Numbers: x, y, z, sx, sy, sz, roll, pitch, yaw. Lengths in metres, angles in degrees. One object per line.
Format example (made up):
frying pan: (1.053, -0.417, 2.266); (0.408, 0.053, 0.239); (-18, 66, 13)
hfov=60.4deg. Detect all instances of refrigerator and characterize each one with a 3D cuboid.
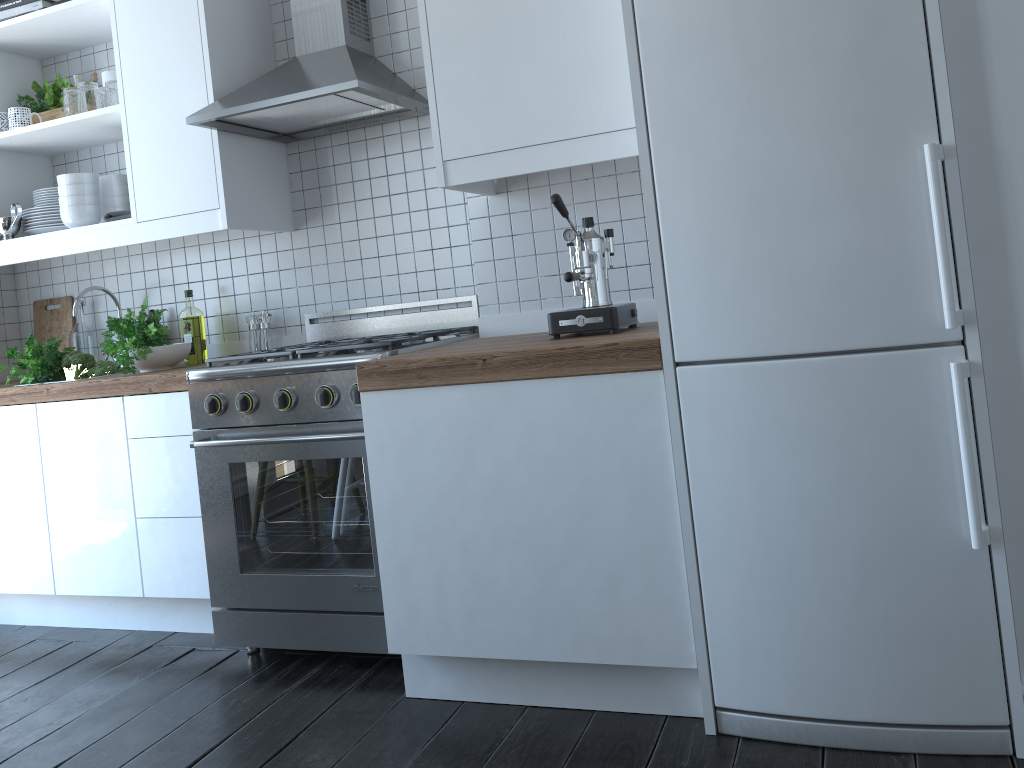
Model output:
refrigerator: (0.723, -0.188, 2.111); (0.573, 1.803, 0.684); (-7, 0, 22)

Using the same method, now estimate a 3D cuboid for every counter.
counter: (-0.949, -0.021, 2.903); (3.086, 0.073, 0.853); (-4, 6, 21)

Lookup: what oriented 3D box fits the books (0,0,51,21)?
books: (-1.879, -1.437, 3.490); (0.327, 0.031, 0.262); (-4, 6, 19)

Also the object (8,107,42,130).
object: (-1.871, -1.005, 3.373); (0.108, 0.100, 0.083); (-6, 2, 11)

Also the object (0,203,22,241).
object: (-1.923, -0.611, 3.361); (0.209, 0.135, 0.103); (-4, 3, 34)

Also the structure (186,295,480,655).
structure: (-0.510, 0.272, 2.808); (0.697, 1.020, 0.726); (-6, 1, 22)

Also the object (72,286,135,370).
object: (-1.553, -0.212, 3.438); (0.189, 0.353, 0.274); (-6, 2, -2)

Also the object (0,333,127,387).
object: (-1.666, -0.051, 3.260); (0.469, 0.308, 0.284); (-7, 2, -6)

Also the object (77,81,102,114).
object: (-1.541, -1.035, 3.209); (0.085, 0.120, 0.087); (-5, 2, 45)

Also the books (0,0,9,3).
books: (-1.885, -1.503, 3.498); (0.324, 0.038, 0.261); (-4, 6, 23)

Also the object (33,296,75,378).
object: (-1.928, -0.196, 3.709); (0.219, 0.330, 0.041); (-6, -1, 21)

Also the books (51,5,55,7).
books: (-1.520, -1.423, 3.356); (0.348, 0.038, 0.263); (-4, 6, 21)

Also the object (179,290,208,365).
object: (-1.216, -0.217, 3.349); (0.066, 0.283, 0.066); (-7, -1, 17)

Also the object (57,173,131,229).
object: (-1.580, -0.690, 3.356); (0.149, 0.216, 0.311); (-6, 4, 19)

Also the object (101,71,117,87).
object: (-1.553, -1.109, 3.455); (0.084, 0.222, 0.085); (-6, 0, 29)

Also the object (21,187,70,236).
object: (-1.775, -0.671, 3.490); (0.299, 0.194, 0.308); (-5, 4, 23)

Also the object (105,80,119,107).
object: (-1.450, -1.047, 3.232); (0.086, 0.120, 0.086); (-7, 1, -10)

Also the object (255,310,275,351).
object: (-0.913, -0.187, 3.260); (0.059, 0.173, 0.059); (-7, 0, 35)

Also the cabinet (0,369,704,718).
cabinet: (-0.873, 0.402, 2.947); (3.168, 0.815, 0.735); (-3, 3, 29)

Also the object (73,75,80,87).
object: (-1.710, -1.108, 3.478); (0.060, 0.225, 0.060); (-6, 0, 5)

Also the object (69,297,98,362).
object: (-1.764, -0.198, 3.613); (0.097, 0.318, 0.098); (-7, 0, 22)

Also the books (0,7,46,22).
books: (-1.861, -1.402, 3.494); (0.349, 0.044, 0.262); (-4, 6, 23)

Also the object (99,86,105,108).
object: (-1.510, -1.047, 3.294); (0.086, 0.120, 0.086); (-7, 1, -10)

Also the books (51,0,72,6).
books: (-1.521, -1.451, 3.366); (0.339, 0.016, 0.277); (-4, 6, 23)

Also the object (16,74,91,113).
object: (-1.872, -1.112, 3.556); (0.346, 0.254, 0.164); (-6, 1, 12)

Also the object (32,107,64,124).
object: (-1.794, -1.031, 3.527); (0.391, 0.103, 0.154); (-4, 4, 21)

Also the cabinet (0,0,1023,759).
cabinet: (-0.676, -0.390, 2.819); (3.772, 2.374, 0.783); (-5, 1, 25)

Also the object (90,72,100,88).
object: (-1.648, -1.121, 3.501); (0.055, 0.234, 0.056); (-7, -1, 25)

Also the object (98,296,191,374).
object: (-1.318, -0.176, 3.144); (0.271, 0.269, 0.340); (-6, 3, 12)

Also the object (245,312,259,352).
object: (-0.963, -0.186, 3.302); (0.059, 0.173, 0.059); (-7, 0, 35)

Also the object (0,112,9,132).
object: (-1.979, -0.999, 3.432); (0.083, 0.100, 0.108); (-7, 3, -9)

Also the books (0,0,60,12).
books: (-1.868, -1.470, 3.497); (0.350, 0.031, 0.290); (-4, 6, 21)

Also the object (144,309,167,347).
object: (-1.406, -0.179, 3.469); (0.085, 0.231, 0.085); (-6, 0, -13)

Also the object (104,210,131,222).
object: (-1.379, -0.614, 3.259); (0.245, 0.042, 0.279); (-5, 6, 14)

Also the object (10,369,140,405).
object: (-1.607, 0.027, 3.309); (0.370, 0.111, 0.357); (-4, 6, 21)

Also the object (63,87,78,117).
object: (-1.615, -1.031, 3.255); (0.085, 0.120, 0.087); (-5, 2, 45)

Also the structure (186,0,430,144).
structure: (-0.720, -1.532, 2.942); (0.630, 1.306, 0.531); (-6, 0, 22)

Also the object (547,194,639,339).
object: (0.190, -0.316, 2.355); (0.205, 0.370, 0.356); (-6, 2, 22)
